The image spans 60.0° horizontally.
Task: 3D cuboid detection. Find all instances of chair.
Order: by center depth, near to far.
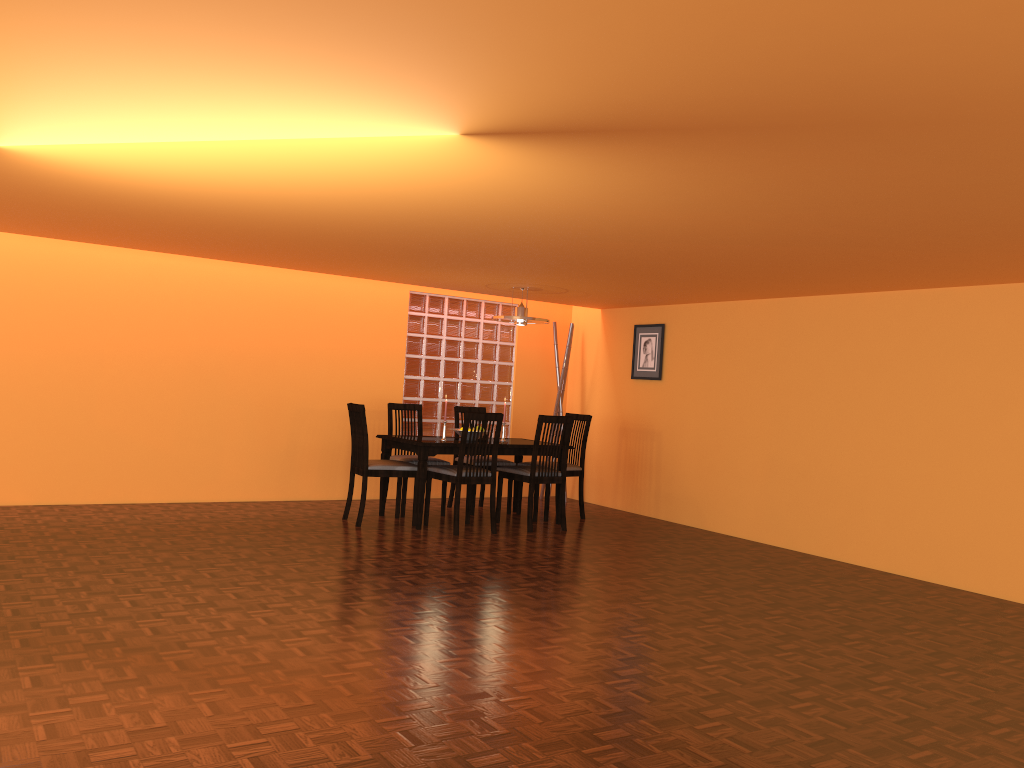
[{"bbox_3d":[-0.315,0.582,5.956,0.373,0.809,0.465,4,0,-33],"label":"chair"},{"bbox_3d":[-0.892,0.546,6.036,0.465,0.809,0.373,4,0,-28],"label":"chair"},{"bbox_3d":[0.168,0.614,6.270,0.373,0.809,0.465,4,0,-33],"label":"chair"},{"bbox_3d":[-0.730,0.558,6.599,0.373,0.809,0.465,4,0,-33],"label":"chair"},{"bbox_3d":[0.338,0.627,6.825,0.465,0.809,0.373,4,0,-38],"label":"chair"},{"bbox_3d":[-0.247,0.590,6.913,0.373,0.809,0.465,4,0,-33],"label":"chair"}]

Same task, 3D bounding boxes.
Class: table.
[{"bbox_3d":[-0.278,0.699,6.405,1.259,0.584,0.697,4,0,-33],"label":"table"}]

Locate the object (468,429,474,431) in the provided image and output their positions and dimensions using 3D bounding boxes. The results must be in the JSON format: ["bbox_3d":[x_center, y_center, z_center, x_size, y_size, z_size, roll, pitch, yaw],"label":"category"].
[{"bbox_3d":[-0.296,0.345,6.318,0.055,0.046,0.046,4,0,20],"label":"object"}]

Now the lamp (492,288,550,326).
[{"bbox_3d":[0.071,-0.574,6.584,0.435,0.274,0.435,4,0,-11],"label":"lamp"}]

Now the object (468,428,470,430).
[{"bbox_3d":[-0.336,0.351,6.406,0.087,0.076,0.089,4,0,-27],"label":"object"}]

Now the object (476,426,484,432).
[{"bbox_3d":[-0.237,0.337,6.437,0.069,0.066,0.069,4,0,-23],"label":"object"}]

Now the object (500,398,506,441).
[{"bbox_3d":[-0.057,0.258,6.550,0.044,0.326,0.044,4,0,-44],"label":"object"}]

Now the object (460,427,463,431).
[{"bbox_3d":[-0.345,0.331,6.313,0.046,0.046,0.055,3,0,40],"label":"object"}]

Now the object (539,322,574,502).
[{"bbox_3d":[0.426,0.248,7.818,0.226,1.589,0.308,4,0,-11],"label":"object"}]

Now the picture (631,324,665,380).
[{"bbox_3d":[1.112,-0.262,7.274,0.014,0.456,0.361,4,0,-33],"label":"picture"}]

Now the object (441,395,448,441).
[{"bbox_3d":[-0.465,0.231,6.185,0.044,0.326,0.044,4,0,-44],"label":"object"}]

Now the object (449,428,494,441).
[{"bbox_3d":[-0.298,0.369,6.395,0.337,0.072,0.337,4,0,23],"label":"object"}]

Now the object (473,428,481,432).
[{"bbox_3d":[-0.249,0.350,6.358,0.055,0.070,0.066,3,0,38],"label":"object"}]
